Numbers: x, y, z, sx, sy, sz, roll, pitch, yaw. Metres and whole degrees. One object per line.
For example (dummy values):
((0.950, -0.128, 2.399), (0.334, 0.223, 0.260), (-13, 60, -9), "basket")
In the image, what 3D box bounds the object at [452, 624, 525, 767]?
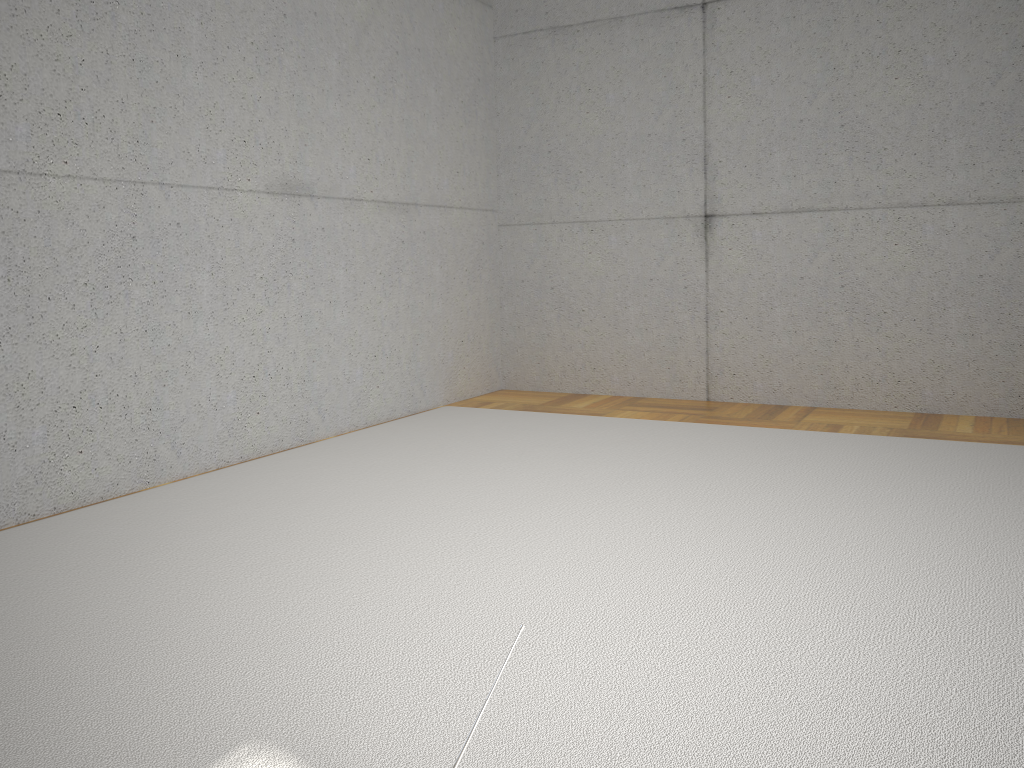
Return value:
((-0.075, 0.441, 0.936), (0.186, 0.364, 0.090), (-3, 4, -20), "object")
